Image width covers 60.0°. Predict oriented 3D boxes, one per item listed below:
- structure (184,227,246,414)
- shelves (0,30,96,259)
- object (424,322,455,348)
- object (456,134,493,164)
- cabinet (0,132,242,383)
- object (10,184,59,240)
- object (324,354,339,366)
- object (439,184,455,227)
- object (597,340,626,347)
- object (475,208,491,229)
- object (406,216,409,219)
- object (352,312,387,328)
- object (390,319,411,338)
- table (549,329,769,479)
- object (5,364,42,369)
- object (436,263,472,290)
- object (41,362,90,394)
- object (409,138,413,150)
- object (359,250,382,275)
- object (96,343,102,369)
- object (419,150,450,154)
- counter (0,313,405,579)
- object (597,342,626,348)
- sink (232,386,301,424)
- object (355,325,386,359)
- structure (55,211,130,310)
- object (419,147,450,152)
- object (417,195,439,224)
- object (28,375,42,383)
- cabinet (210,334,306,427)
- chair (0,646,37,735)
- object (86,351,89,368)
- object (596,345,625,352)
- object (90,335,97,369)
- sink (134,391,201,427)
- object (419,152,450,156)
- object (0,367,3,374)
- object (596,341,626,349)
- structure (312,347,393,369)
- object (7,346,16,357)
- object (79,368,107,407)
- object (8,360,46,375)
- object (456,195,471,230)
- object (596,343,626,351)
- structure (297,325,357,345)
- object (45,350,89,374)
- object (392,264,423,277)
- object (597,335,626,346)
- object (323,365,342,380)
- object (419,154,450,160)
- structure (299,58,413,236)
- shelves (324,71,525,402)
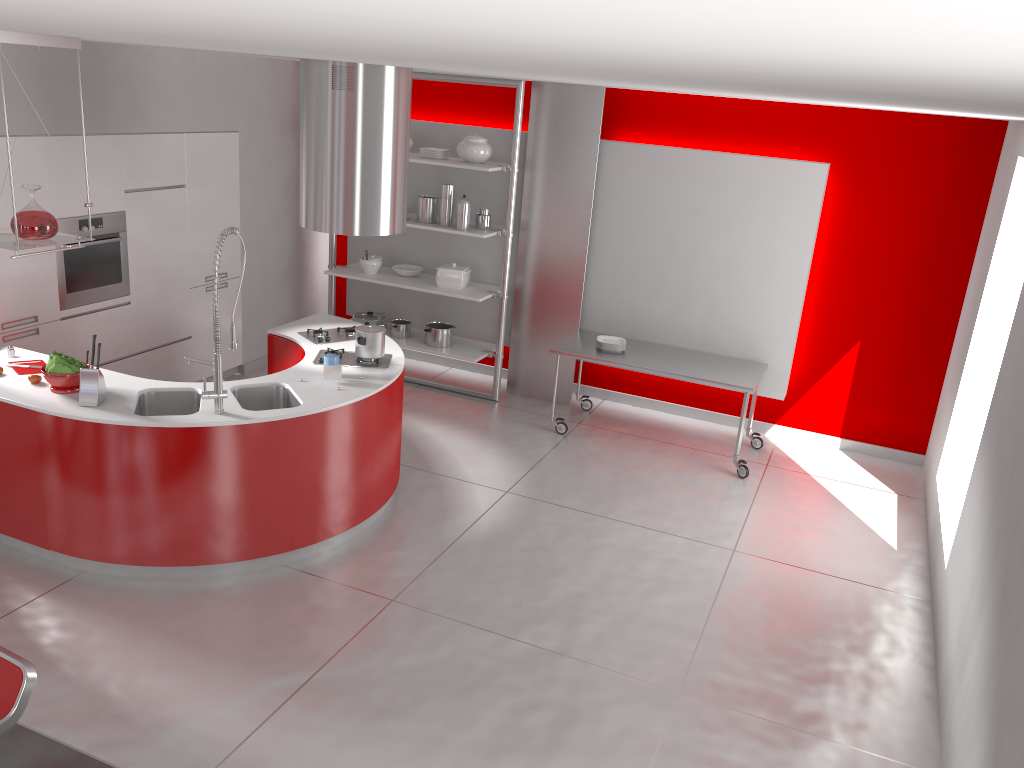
[{"bbox_3d":[-1.454,-0.312,4.367,0.308,0.920,0.178,-4,20,-24],"label":"structure"},{"bbox_3d":[-2.629,-1.215,4.395,0.934,1.023,0.462,12,20,20],"label":"shelves"},{"bbox_3d":[-0.620,-0.422,7.566,0.240,0.161,0.259,6,19,4],"label":"object"},{"bbox_3d":[-0.297,-1.873,7.057,0.287,0.222,0.287,-3,20,-23],"label":"object"},{"bbox_3d":[-2.993,-0.783,6.402,0.614,2.026,2.398,12,20,20],"label":"cabinet"},{"bbox_3d":[-2.383,-0.854,4.417,0.213,0.266,0.213,-10,24,-38],"label":"object"},{"bbox_3d":[-1.046,-0.120,5.128,0.080,0.100,0.109,3,19,-5],"label":"object"},{"bbox_3d":[-0.525,-1.440,7.148,0.109,0.329,0.110,11,20,18],"label":"object"},{"bbox_3d":[0.769,-0.323,6.872,0.228,0.020,0.228,6,19,3],"label":"object"},{"bbox_3d":[-0.233,-1.345,7.206,0.127,0.157,0.127,16,22,30],"label":"object"},{"bbox_3d":[-0.991,-1.379,7.343,0.280,0.015,0.280,-10,23,-37],"label":"object"},{"bbox_3d":[-1.292,-0.565,7.868,0.308,0.130,0.407,15,21,27],"label":"object"},{"bbox_3d":[-0.968,-0.481,7.716,0.182,0.122,0.196,-2,20,-20],"label":"object"},{"bbox_3d":[1.133,0.117,6.891,1.627,0.682,0.749,12,20,21],"label":"table"},{"bbox_3d":[-2.577,-0.092,4.848,0.375,0.008,0.041,4,19,-2],"label":"object"},{"bbox_3d":[-0.490,-0.910,7.395,0.282,0.197,0.235,9,19,11],"label":"object"},{"bbox_3d":[-2.297,-0.029,4.576,0.229,0.118,0.228,3,19,-7],"label":"object"},{"bbox_3d":[-0.905,-1.950,7.238,0.192,0.153,0.192,17,22,33],"label":"object"},{"bbox_3d":[-1.211,-1.053,7.604,0.192,0.214,0.192,7,19,7],"label":"object"},{"bbox_3d":[-2.066,-0.058,4.426,0.012,0.279,0.130,2,19,-7],"label":"object"},{"bbox_3d":[-0.624,-1.868,7.164,0.200,0.030,0.200,12,20,20],"label":"object"},{"bbox_3d":[-1.943,0.320,5.195,2.865,0.880,1.868,-8,22,-33],"label":"counter"},{"bbox_3d":[0.768,-0.313,6.875,0.228,0.020,0.228,6,19,3],"label":"object"},{"bbox_3d":[-1.321,0.163,4.770,0.326,0.172,0.428,-5,21,-28],"label":"sink"},{"bbox_3d":[-0.866,-0.265,5.417,0.189,0.185,0.218,0,19,-16],"label":"object"},{"bbox_3d":[-2.802,-0.834,5.963,0.050,0.589,0.599,12,20,20],"label":"structure"},{"bbox_3d":[-0.623,-1.883,7.159,0.200,0.030,0.200,12,20,20],"label":"object"},{"bbox_3d":[-0.698,-1.434,7.276,0.184,0.205,0.172,14,21,25],"label":"object"},{"bbox_3d":[-2.493,-0.029,4.635,0.064,0.048,0.063,5,19,-1],"label":"object"},{"bbox_3d":[-2.172,0.227,5.315,1.875,0.761,1.025,-3,20,-22],"label":"cabinet"},{"bbox_3d":[-1.684,1.228,2.602,0.418,0.857,0.460,14,20,25],"label":"chair"},{"bbox_3d":[-2.120,-0.062,4.420,0.009,0.197,0.091,2,19,-7],"label":"object"},{"bbox_3d":[0.766,-0.284,6.885,0.228,0.020,0.228,6,19,3],"label":"object"},{"bbox_3d":[-2.093,-0.077,4.427,0.014,0.322,0.150,2,19,-7],"label":"object"},{"bbox_3d":[-1.771,0.187,4.584,0.326,0.172,0.428,-1,19,-17],"label":"sink"},{"bbox_3d":[-0.625,-1.854,7.169,0.200,0.030,0.200,12,20,20],"label":"object"},{"bbox_3d":[-2.736,-0.071,4.705,0.065,0.047,0.063,12,20,20],"label":"object"},{"bbox_3d":[0.767,-0.303,6.879,0.228,0.020,0.228,6,19,3],"label":"object"},{"bbox_3d":[-0.974,-0.168,5.450,0.457,0.037,0.303,4,19,-3],"label":"structure"},{"bbox_3d":[-2.816,-0.183,4.983,0.043,0.066,0.042,17,22,32],"label":"object"},{"bbox_3d":[-2.098,0.004,4.425,0.091,0.178,0.137,3,19,-5],"label":"object"},{"bbox_3d":[-2.635,-0.092,4.853,0.168,0.006,0.266,-11,24,-39],"label":"object"},{"bbox_3d":[-0.386,-1.368,7.054,0.115,0.274,0.115,9,19,13],"label":"object"},{"bbox_3d":[0.767,-0.294,6.882,0.228,0.020,0.228,6,19,3],"label":"object"},{"bbox_3d":[-1.161,-0.342,5.919,0.457,0.037,0.303,-9,23,-36],"label":"structure"},{"bbox_3d":[-2.283,-0.078,4.556,0.198,0.182,0.193,14,21,25],"label":"object"},{"bbox_3d":[-0.902,-0.970,7.661,0.272,0.072,0.272,0,19,-14],"label":"object"},{"bbox_3d":[0.770,-0.332,6.869,0.228,0.020,0.228,6,19,3],"label":"object"},{"bbox_3d":[-1.014,-0.069,5.012,0.100,0.080,0.109,2,19,-8],"label":"object"},{"bbox_3d":[-0.627,-1.839,7.174,0.200,0.030,0.200,12,20,20],"label":"object"},{"bbox_3d":[-0.940,-1.415,5.312,0.644,0.958,0.644,1,19,-12],"label":"structure"},{"bbox_3d":[-0.796,-1.247,7.438,1.735,2.599,0.535,12,20,20],"label":"shelves"}]
